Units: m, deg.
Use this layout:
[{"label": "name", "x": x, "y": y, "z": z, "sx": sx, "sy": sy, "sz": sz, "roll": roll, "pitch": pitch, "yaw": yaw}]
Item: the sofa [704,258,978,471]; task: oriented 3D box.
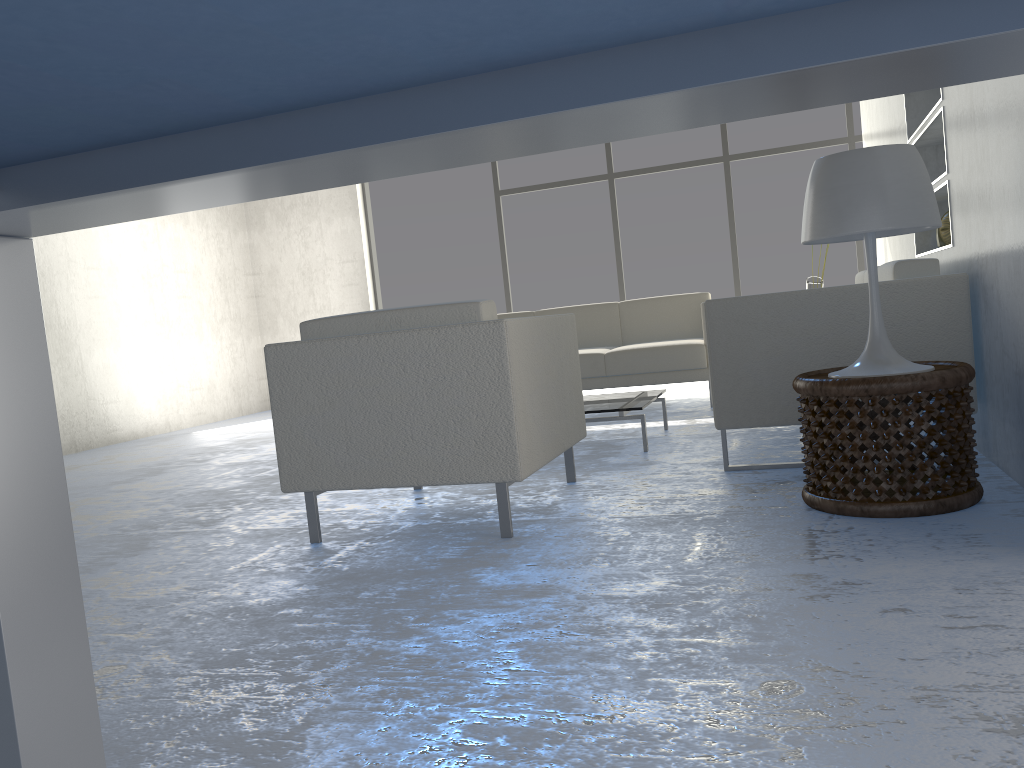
[{"label": "sofa", "x": 1.318, "y": -0.140, "z": 3.754, "sx": 0.821, "sy": 0.658, "sz": 1.881, "roll": -5, "pitch": 4, "yaw": 18}]

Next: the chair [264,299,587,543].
[{"label": "chair", "x": -0.222, "y": 0.079, "z": 2.864, "sx": 0.748, "sy": 0.662, "sz": 0.821, "roll": -5, "pitch": 4, "yaw": 18}]

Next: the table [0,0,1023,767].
[{"label": "table", "x": 0.256, "y": 0.107, "z": 0.088, "sx": 2.095, "sy": 0.835, "sz": 1.180, "roll": -5, "pitch": 4, "yaw": 18}]

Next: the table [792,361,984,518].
[{"label": "table", "x": 1.007, "y": 0.139, "z": 2.396, "sx": 0.452, "sy": 0.358, "sz": 0.452, "roll": -6, "pitch": 4, "yaw": -7}]

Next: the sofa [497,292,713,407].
[{"label": "sofa", "x": 0.383, "y": -0.164, "z": 5.585, "sx": 1.881, "sy": 0.658, "sz": 0.821, "roll": -5, "pitch": 4, "yaw": 18}]

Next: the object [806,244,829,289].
[{"label": "object", "x": 1.662, "y": -0.437, "z": 4.748, "sx": 0.400, "sy": 1.051, "sz": 0.387, "roll": -10, "pitch": 5, "yaw": -44}]

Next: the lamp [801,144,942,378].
[{"label": "lamp", "x": 0.961, "y": -0.319, "z": 2.367, "sx": 0.347, "sy": 0.582, "sz": 0.347, "roll": -7, "pitch": 4, "yaw": -14}]

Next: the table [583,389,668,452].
[{"label": "table", "x": 0.280, "y": 0.184, "z": 4.066, "sx": 0.773, "sy": 0.190, "sz": 0.730, "roll": -5, "pitch": 4, "yaw": 18}]

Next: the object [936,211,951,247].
[{"label": "object", "x": 1.806, "y": -0.639, "z": 3.673, "sx": 0.088, "sy": 0.179, "sz": 0.163, "roll": -5, "pitch": 4, "yaw": 8}]

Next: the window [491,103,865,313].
[{"label": "window", "x": 1.837, "y": -1.346, "z": 7.293, "sx": 4.080, "sy": 2.477, "sz": 0.037, "roll": -5, "pitch": 4, "yaw": 18}]
